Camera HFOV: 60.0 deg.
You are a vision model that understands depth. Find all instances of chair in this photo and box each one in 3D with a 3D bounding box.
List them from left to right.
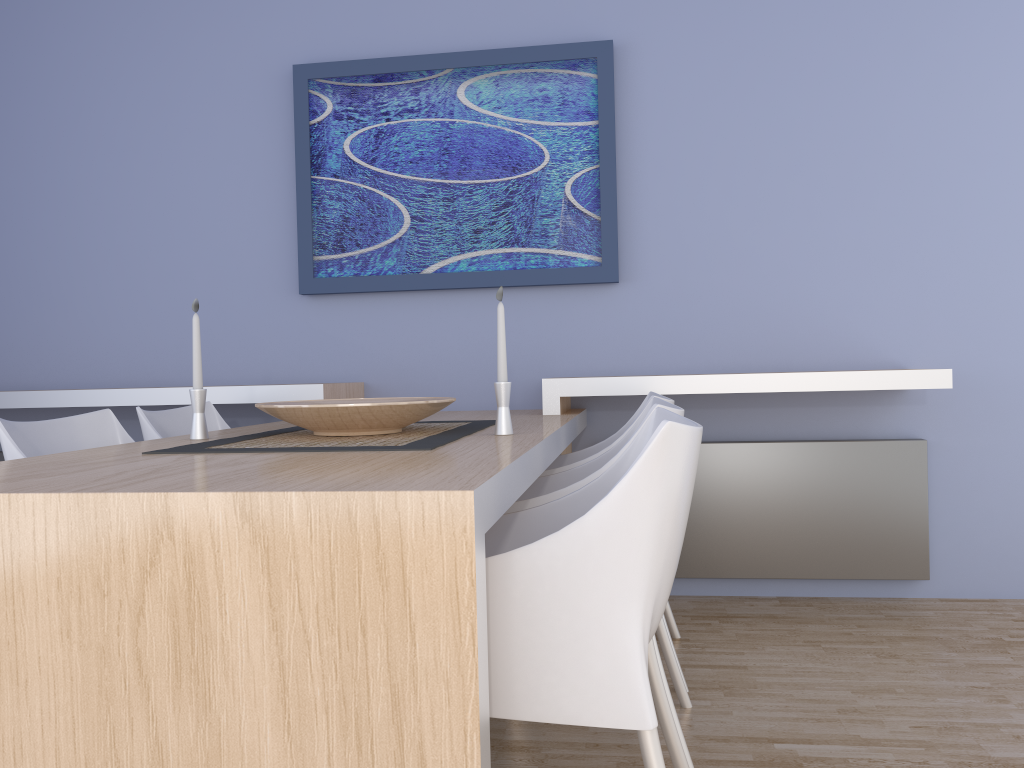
[{"bbox_3d":[-0.964,0.463,2.202,0.486,0.793,0.510,-1,1,8],"label":"chair"},{"bbox_3d":[-0.882,0.454,2.771,0.486,0.793,0.510,-1,1,8],"label":"chair"},{"bbox_3d":[0.089,0.446,1.470,0.486,0.793,0.510,-1,1,8],"label":"chair"},{"bbox_3d":[0.174,0.436,2.059,0.486,0.793,0.510,-1,1,9],"label":"chair"},{"bbox_3d":[0.258,0.427,2.640,0.486,0.793,0.510,-1,1,8],"label":"chair"}]

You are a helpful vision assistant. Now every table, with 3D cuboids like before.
[{"bbox_3d":[-0.367,0.483,2.331,1.002,0.718,2.340,-1,1,8],"label":"table"}]

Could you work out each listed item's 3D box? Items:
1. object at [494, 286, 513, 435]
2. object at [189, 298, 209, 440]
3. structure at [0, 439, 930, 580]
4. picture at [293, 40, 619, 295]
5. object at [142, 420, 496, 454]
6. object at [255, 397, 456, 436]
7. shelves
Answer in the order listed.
[{"bbox_3d":[-0.023,-0.056,2.076,0.045,0.349,0.045,-1,1,8],"label":"object"},{"bbox_3d":[-0.775,-0.039,2.185,0.045,0.349,0.045,-2,1,-40],"label":"object"},{"bbox_3d":[-0.409,0.494,3.471,3.843,0.503,0.064,-1,1,8],"label":"structure"},{"bbox_3d":[-0.228,-0.819,3.424,1.252,0.901,0.049,-1,1,8],"label":"picture"},{"bbox_3d":[-0.382,0.124,2.220,0.594,0.005,0.986,-1,1,8],"label":"object"},{"bbox_3d":[-0.387,0.082,2.222,0.493,0.081,0.493,-1,1,27],"label":"object"},{"bbox_3d":[-0.503,0.414,3.301,3.901,0.840,0.463,-1,1,8],"label":"shelves"}]
